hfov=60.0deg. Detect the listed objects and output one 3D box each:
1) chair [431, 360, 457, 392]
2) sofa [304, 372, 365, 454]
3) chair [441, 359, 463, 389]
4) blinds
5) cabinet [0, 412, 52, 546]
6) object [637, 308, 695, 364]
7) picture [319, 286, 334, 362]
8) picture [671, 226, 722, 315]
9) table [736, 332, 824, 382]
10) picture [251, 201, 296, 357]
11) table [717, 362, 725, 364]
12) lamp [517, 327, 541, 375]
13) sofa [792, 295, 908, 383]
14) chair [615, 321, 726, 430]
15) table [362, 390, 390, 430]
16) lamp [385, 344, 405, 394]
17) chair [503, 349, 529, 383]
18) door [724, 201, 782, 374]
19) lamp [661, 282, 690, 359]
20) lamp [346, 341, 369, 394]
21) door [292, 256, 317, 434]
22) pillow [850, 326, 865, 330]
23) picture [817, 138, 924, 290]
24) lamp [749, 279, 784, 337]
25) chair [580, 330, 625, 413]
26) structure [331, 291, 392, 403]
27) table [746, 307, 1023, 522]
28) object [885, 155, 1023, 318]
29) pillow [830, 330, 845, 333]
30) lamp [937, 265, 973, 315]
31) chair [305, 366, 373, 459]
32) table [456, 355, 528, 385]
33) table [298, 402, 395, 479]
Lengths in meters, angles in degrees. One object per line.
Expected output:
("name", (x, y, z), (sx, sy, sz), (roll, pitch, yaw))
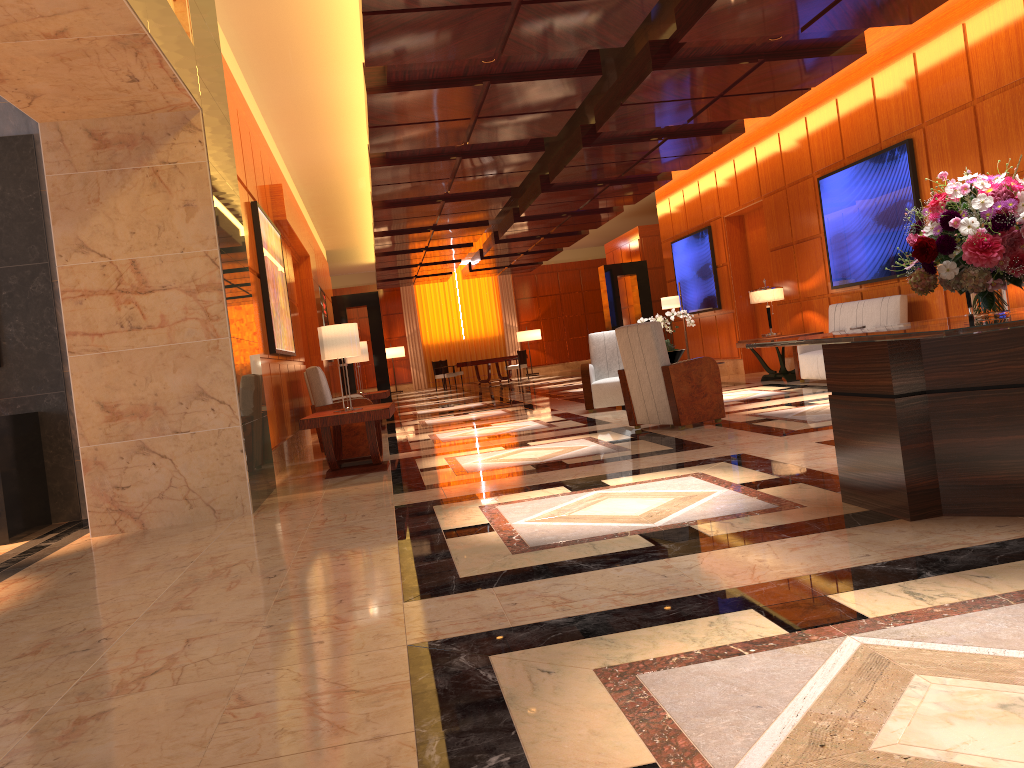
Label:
("chair", (-1.982, -0.253, 25.699), (0.575, 0.894, 0.586), (-7, 1, 30))
("sofa", (-2.016, 0.268, 10.424), (0.613, 0.932, 1.798), (-7, 2, -8))
("chair", (-1.845, -0.315, 26.950), (0.575, 0.894, 0.585), (-7, 0, 20))
("blinds", (-1.740, -2.059, 30.461), (3.855, 4.065, 0.149), (-7, 0, -8))
("cabinet", (-4.566, 0.790, 6.188), (2.192, 0.868, 0.783), (-8, 1, -8))
("object", (1.686, -0.508, 9.661), (0.790, 0.617, 0.416), (-8, 1, -31))
("picture", (-3.699, -1.163, 17.530), (0.056, 1.452, 1.996), (-7, 1, -8))
("picture", (3.350, -2.022, 16.262), (0.056, 1.452, 1.996), (-7, 1, -8))
("table", (3.678, -0.347, 12.087), (0.726, 0.606, 1.270), (-7, 2, -8))
("picture", (-2.494, -1.025, 9.359), (0.056, 1.452, 1.996), (-7, 1, -8))
("table", (1.719, 0.054, 9.533), (0.722, 0.496, 1.560), (-7, 2, -5))
("lamp", (0.642, -1.136, 30.153), (0.809, 1.661, 0.812), (-7, 0, 32))
("sofa", (3.971, -0.499, 10.407), (0.613, 0.932, 1.798), (-7, 2, -8))
("chair", (1.390, -0.094, 7.984), (0.630, 0.961, 0.736), (-8, 1, -29))
("table", (-2.100, 0.408, 12.639), (0.725, 0.534, 1.167), (-7, 2, -5))
("lamp", (-3.914, -0.527, 29.467), (0.809, 1.661, 0.812), (-7, 0, 32))
("chair", (0.166, -0.516, 25.357), (0.575, 0.894, 0.586), (-7, 1, 35))
("door", (3.992, -1.489, 14.059), (0.341, 2.651, 1.537), (-7, 0, -8))
("lamp", (2.821, -0.866, 14.787), (0.527, 1.661, 0.359), (-7, 0, -18))
("lamp", (2.572, -0.679, 8.370), (12.967, 0.734, 0.336), (-6, 1, 41))
("door", (-3.210, -0.526, 12.956), (0.341, 2.651, 1.499), (-7, 0, -8))
("pillow", (4.031, -0.547, 10.437), (0.160, 0.253, 0.357), (-7, 1, -12))
("picture", (4.205, -1.924, 10.466), (0.056, 1.452, 1.996), (-7, 1, -8))
("lamp", (3.509, -1.049, 12.146), (0.457, 0.794, 0.460), (-7, 0, 44))
("chair", (1.248, -0.183, 10.978), (0.737, 0.961, 0.629), (-7, 0, 11))
("structure", (-3.188, -0.663, 18.875), (0.986, 2.498, 0.500), (-7, 0, -8))
("table", (2.128, 0.075, 3.809), (1.601, 0.745, 1.600), (-8, 2, -8))
("object", (2.035, -0.622, 3.830), (0.651, 0.658, 0.679), (-8, 1, -17))
("pillow", (3.941, -0.541, 10.862), (0.195, 0.227, 0.344), (-7, 1, -3))
("lamp", (4.117, -0.972, 8.037), (0.458, 0.810, 0.459), (-7, 0, 1))
("chair", (-1.671, 0.267, 8.842), (0.629, 0.961, 0.737), (-7, 1, -9))
("table", (-0.535, -0.390, 26.081), (2.112, 0.741, 0.782), (-9, 2, -37))
("table", (-1.369, 0.491, 7.684), (0.725, 0.534, 1.167), (-7, 2, -5))
